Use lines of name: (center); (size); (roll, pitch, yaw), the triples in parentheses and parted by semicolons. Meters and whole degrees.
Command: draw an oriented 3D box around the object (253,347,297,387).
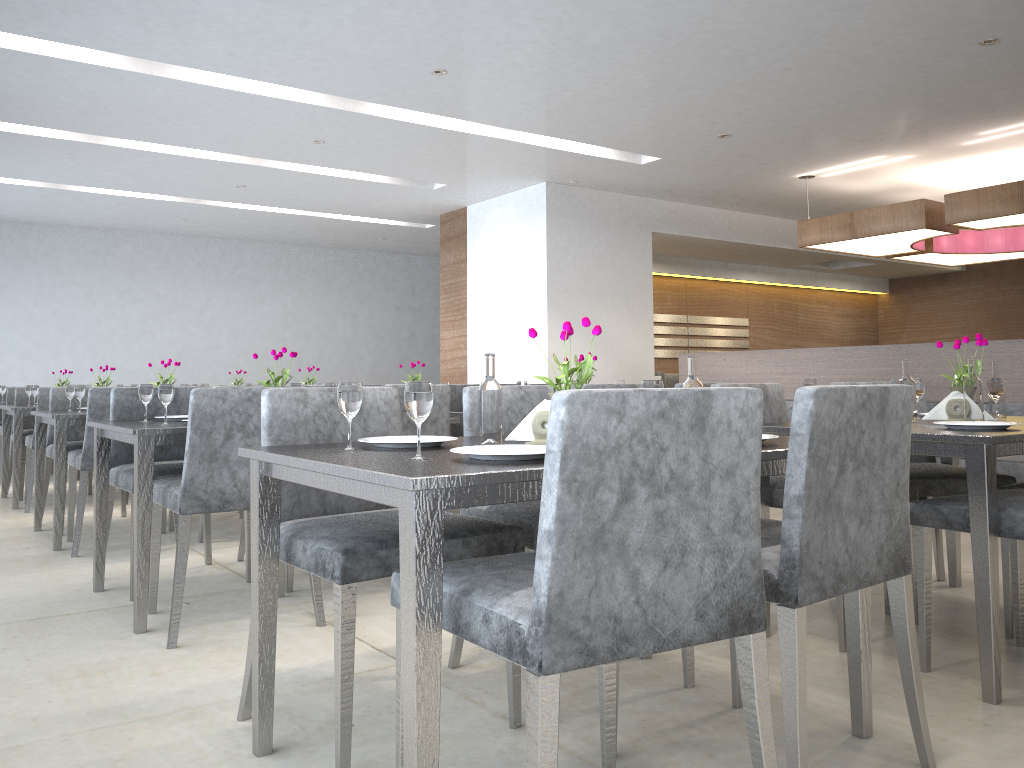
object: (-0.903, -0.003, 3.388); (0.154, 0.278, 0.103); (2, -5, -37)

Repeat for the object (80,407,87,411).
object: (-2.225, 0.135, 4.773); (0.217, 0.015, 0.216); (-1, 0, -35)

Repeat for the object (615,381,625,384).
object: (0.527, 0.053, 4.313); (0.053, 0.140, 0.053); (-1, -4, 13)

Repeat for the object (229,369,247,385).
object: (-2.630, -0.002, 8.489); (0.154, 0.278, 0.103); (2, -5, -37)

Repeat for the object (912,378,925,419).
object: (1.380, 0.050, 3.014); (0.053, 0.140, 0.053); (-1, -4, 13)

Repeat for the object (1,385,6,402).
object: (-4.329, 0.082, 7.512); (0.053, 0.140, 0.053); (-1, -4, 13)

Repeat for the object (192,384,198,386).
object: (-2.921, 0.070, 8.140); (0.053, 0.140, 0.053); (-1, -4, 13)

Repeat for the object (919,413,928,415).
object: (1.534, 0.111, 3.076); (0.216, 0.015, 0.216); (0, 0, 35)

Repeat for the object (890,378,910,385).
object: (1.075, 0.054, 2.446); (0.053, 0.140, 0.053); (-1, -4, 13)

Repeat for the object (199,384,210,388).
object: (-1.680, 0.068, 4.825); (0.053, 0.140, 0.053); (-1, -4, 7)

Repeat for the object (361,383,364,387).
object: (-0.913, 0.062, 5.277); (0.053, 0.140, 0.053); (-1, -4, 7)

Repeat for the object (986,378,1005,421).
object: (1.557, 0.049, 2.846); (0.053, 0.140, 0.053); (-1, -4, 13)

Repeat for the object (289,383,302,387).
object: (-0.884, 0.065, 3.609); (0.053, 0.140, 0.053); (-1, -4, 7)

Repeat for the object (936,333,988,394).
object: (1.406, -0.018, 2.739); (0.154, 0.278, 0.103); (2, -5, -37)

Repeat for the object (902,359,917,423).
object: (1.243, 0.022, 2.781); (0.052, 0.202, 0.051); (-1, -4, 7)

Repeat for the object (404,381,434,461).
object: (-0.167, 0.065, 1.582); (0.053, 0.140, 0.053); (-1, -4, 13)

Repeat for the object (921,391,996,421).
object: (1.356, 0.071, 2.692); (0.203, 0.100, 0.070); (-1, -3, 25)

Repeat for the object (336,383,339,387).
object: (-1.080, 0.062, 5.515); (0.053, 0.140, 0.053); (-1, -4, 13)

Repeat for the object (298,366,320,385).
object: (-1.610, -0.006, 7.035); (0.154, 0.278, 0.103); (2, -5, -37)

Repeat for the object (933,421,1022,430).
object: (1.275, 0.114, 2.427); (0.216, 0.015, 0.216); (0, 0, 35)

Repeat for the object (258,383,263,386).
object: (-1.888, 0.066, 6.668); (0.053, 0.140, 0.053); (-1, -4, 13)

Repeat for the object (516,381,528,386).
object: (0.045, 0.058, 3.913); (0.053, 0.140, 0.053); (-1, -4, 13)

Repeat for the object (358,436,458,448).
object: (-0.226, 0.127, 1.924); (0.216, 0.015, 0.216); (0, 0, 33)

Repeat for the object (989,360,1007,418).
object: (1.700, 0.018, 3.100); (0.052, 0.202, 0.051); (-1, -4, 7)

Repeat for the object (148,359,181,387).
object: (-1.873, 0.001, 4.770); (0.154, 0.278, 0.103); (2, -5, -37)

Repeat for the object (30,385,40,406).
object: (-3.142, 0.077, 5.821); (0.053, 0.140, 0.053); (-1, -4, 13)

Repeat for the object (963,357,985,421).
object: (1.345, 0.022, 2.578); (0.052, 0.202, 0.051); (-1, -4, 7)

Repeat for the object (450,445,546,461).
object: (-0.005, 0.126, 1.609); (0.216, 0.015, 0.216); (0, 0, 33)

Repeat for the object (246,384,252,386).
object: (-2.056, 0.066, 6.906); (0.053, 0.140, 0.053); (-1, -4, 13)

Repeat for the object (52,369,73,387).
object: (-3.874, 0.009, 7.621); (0.154, 0.278, 0.103); (2, -5, -37)

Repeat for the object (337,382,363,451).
object: (-0.334, 0.066, 1.820); (0.053, 0.140, 0.053); (-1, -4, 13)

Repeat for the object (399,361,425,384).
object: (-0.629, -0.010, 5.639); (0.154, 0.278, 0.103); (2, -5, -37)

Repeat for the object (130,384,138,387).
object: (-2.659, 0.072, 6.221); (0.053, 0.140, 0.053); (-1, -4, 13)

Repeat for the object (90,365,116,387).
object: (-2.854, 0.005, 6.167); (0.154, 0.278, 0.103); (2, -5, -37)

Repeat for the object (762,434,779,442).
object: (0.475, 0.121, 1.944); (0.216, 0.015, 0.216); (0, 0, 33)

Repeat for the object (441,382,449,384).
object: (-0.430, 0.057, 5.677); (0.053, 0.140, 0.053); (-1, -4, 13)

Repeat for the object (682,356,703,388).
object: (0.457, 0.029, 2.233); (0.052, 0.202, 0.051); (-2, -4, 19)

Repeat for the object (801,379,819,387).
object: (0.907, 0.054, 2.684); (0.053, 0.140, 0.053); (-1, -4, 13)

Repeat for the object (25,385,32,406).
object: (-3.309, 0.078, 6.059); (0.053, 0.140, 0.053); (-1, -4, 13)

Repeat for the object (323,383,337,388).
object: (-0.708, 0.065, 3.440); (0.053, 0.140, 0.053); (-1, -4, 13)

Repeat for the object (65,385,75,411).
object: (-2.330, 0.074, 4.663); (0.053, 0.140, 0.053); (-1, -4, 7)

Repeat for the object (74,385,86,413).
object: (-2.162, 0.073, 4.425); (0.053, 0.140, 0.053); (-1, -4, 7)

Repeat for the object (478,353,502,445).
object: (-0.048, 0.034, 1.943); (0.052, 0.202, 0.051); (-2, -4, 19)

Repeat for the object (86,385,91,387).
object: (-3.679, 0.077, 7.674); (0.053, 0.140, 0.053); (-1, -4, 13)

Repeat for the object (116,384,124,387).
object: (-2.836, 0.073, 6.390); (0.053, 0.140, 0.053); (-1, -4, 13)

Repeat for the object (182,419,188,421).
object: (-1.034, 0.130, 3.075); (0.217, 0.015, 0.216); (-1, 0, -35)

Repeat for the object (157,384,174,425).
object: (-1.190, 0.069, 3.040); (0.053, 0.140, 0.053); (-1, -4, 13)

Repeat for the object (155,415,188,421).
object: (-1.255, 0.131, 3.390); (0.217, 0.015, 0.216); (-1, 0, -35)

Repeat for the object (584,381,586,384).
object: (0.351, 0.054, 4.482); (0.053, 0.140, 0.053); (-1, -4, 13)

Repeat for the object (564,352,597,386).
object: (0.341, -0.014, 4.256); (0.154, 0.278, 0.103); (2, -5, -37)

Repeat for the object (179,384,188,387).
object: (-1.856, 0.069, 4.994); (0.053, 0.140, 0.053); (-1, -4, 7)

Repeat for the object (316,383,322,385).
object: (-1.583, 0.062, 7.236); (0.053, 0.140, 0.053); (-1, -4, 13)

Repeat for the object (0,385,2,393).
object: (-4.208, 0.082, 7.238); (0.053, 0.140, 0.053); (-1, -4, 13)

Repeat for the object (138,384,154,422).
object: (-1.357, 0.070, 3.278); (0.053, 0.140, 0.053); (-1, -4, 7)
